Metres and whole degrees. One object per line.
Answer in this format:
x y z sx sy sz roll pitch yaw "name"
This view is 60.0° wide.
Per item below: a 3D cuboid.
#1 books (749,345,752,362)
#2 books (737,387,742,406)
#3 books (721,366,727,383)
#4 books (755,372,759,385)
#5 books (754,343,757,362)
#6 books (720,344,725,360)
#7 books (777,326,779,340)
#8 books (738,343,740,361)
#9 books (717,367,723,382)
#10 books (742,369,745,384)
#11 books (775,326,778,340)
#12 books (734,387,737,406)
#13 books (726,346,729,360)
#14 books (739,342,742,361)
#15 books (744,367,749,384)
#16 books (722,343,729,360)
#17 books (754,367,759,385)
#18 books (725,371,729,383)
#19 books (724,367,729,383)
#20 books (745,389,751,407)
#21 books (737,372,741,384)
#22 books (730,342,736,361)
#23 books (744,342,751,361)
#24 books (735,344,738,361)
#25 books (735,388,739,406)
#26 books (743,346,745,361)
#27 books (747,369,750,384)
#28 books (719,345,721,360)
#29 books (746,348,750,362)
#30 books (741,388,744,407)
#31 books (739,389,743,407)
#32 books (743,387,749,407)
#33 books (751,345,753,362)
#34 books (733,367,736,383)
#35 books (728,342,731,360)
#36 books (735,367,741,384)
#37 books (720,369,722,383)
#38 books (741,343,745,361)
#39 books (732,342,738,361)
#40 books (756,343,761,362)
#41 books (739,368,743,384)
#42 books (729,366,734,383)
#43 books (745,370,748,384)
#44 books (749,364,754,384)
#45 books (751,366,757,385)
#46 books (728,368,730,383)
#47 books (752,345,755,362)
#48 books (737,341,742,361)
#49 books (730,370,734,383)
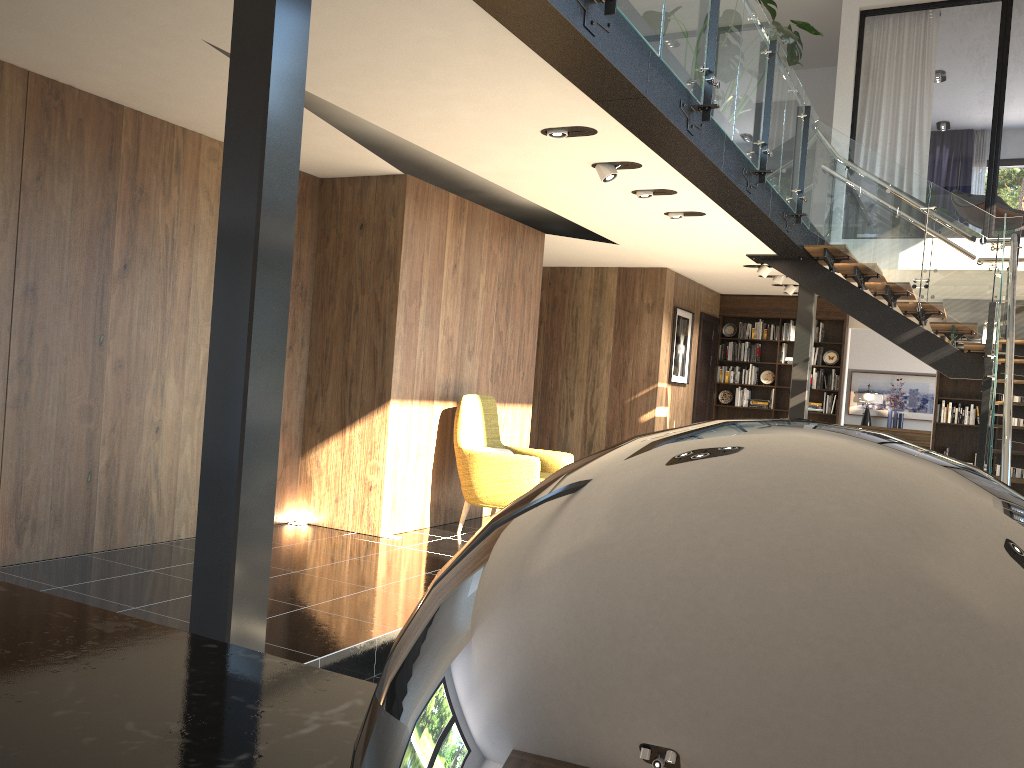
3.355 -0.426 12.410 0.028 0.240 0.148 5 1 28 "books"
3.198 0.179 12.443 0.018 0.275 0.144 5 1 27 "books"
3.007 -0.135 12.550 0.022 0.235 0.194 5 1 28 "books"
3.418 -0.076 12.359 0.015 0.181 0.136 5 1 28 "books"
3.412 -0.433 12.377 0.025 0.263 0.147 5 1 28 "books"
2.991 -0.450 12.582 0.023 0.231 0.143 5 1 28 "books"
3.699 -0.692 12.246 0.024 0.194 0.182 5 1 28 "books"
3.213 -0.445 12.469 0.018 0.256 0.172 5 1 28 "books"
2.960 -0.133 12.614 0.030 0.224 0.166 5 1 28 "books"
3.257 -0.101 12.411 0.016 0.206 0.205 5 1 28 "books"
3.663 -0.699 12.228 0.023 0.202 0.201 5 1 28 "books"
3.169 0.182 12.487 0.020 0.264 0.152 5 1 27 "books"
3.066 -0.430 12.536 0.025 0.204 0.192 5 1 28 "books"
3.221 -0.449 12.443 0.019 0.264 0.175 5 1 28 "books"
3.287 -0.117 12.427 0.020 0.243 0.154 5 1 28 "books"
3.040 -0.458 12.579 0.066 0.255 0.127 5 1 27 "books"
3.409 -0.109 12.377 0.023 0.245 0.133 5 1 28 "books"
3.059 -0.098 12.553 0.037 0.169 0.148 5 1 28 "books"
3.046 -0.130 12.582 0.018 0.232 0.123 5 1 28 "books"
3.310 0.198 12.418 0.030 0.253 0.138 5 1 28 "books"
3.202 -0.086 12.470 0.026 0.167 0.173 5 1 28 "books"
3.118 -0.458 12.504 0.022 0.267 0.198 5 1 28 "books"
3.297 -0.447 12.413 0.033 0.273 0.189 5 1 28 "books"
3.160 -0.443 12.465 0.039 0.243 0.179 5 1 27 "books"
3.172 0.185 12.444 0.026 0.257 0.192 5 1 28 "books"
3.277 -0.422 12.440 0.024 0.220 0.123 5 1 28 "books"
3.334 -0.099 12.415 0.027 0.214 0.159 5 1 28 "books"
2.979 -0.443 12.609 0.023 0.215 0.148 5 1 28 "books"
3.313 -0.404 12.390 0.025 0.188 0.181 5 1 28 "books"
3.253 0.188 12.436 0.024 0.265 0.148 5 1 27 "books"
3.231 0.196 12.454 0.031 0.245 0.120 5 1 28 "books"
3.275 0.182 12.416 0.032 0.279 0.133 5 1 28 "books"
3.368 -0.420 12.389 0.014 0.230 0.172 5 1 28 "books"
3.158 -0.123 12.502 0.036 0.235 0.170 5 1 28 "books"
3.094 -0.454 12.521 0.035 0.255 0.183 5 1 28 "books"
3.176 -0.123 12.470 0.026 0.237 0.164 5 1 28 "books"
2.989 -0.115 12.592 0.045 0.192 0.164 5 1 28 "books"
3.255 -0.441 12.455 0.032 0.255 0.160 5 1 28 "books"
3.141 -0.453 12.498 0.027 0.260 0.181 5 1 28 "books"
3.439 -0.433 12.364 0.035 0.267 0.133 5 1 28 "books"
3.243 -0.107 12.458 0.053 0.216 0.151 5 1 27 "books"
3.109 -0.127 12.543 0.019 0.236 0.139 5 1 27 "books"
3.299 -0.092 12.406 0.025 0.194 0.172 5 1 28 "books"
3.346 -0.133 12.383 0.018 0.284 0.198 5 1 28 "books"
3.380 -0.119 12.368 0.021 0.260 0.197 5 1 28 "books"
3.095 -0.115 12.559 0.018 0.208 0.126 5 1 27 "books"
3.387 -0.425 12.384 0.024 0.242 0.144 5 1 28 "books"
3.200 -0.462 12.479 0.015 0.287 0.154 5 1 28 "books"
3.118 -0.099 12.506 0.035 0.180 0.165 5 1 28 "books"
